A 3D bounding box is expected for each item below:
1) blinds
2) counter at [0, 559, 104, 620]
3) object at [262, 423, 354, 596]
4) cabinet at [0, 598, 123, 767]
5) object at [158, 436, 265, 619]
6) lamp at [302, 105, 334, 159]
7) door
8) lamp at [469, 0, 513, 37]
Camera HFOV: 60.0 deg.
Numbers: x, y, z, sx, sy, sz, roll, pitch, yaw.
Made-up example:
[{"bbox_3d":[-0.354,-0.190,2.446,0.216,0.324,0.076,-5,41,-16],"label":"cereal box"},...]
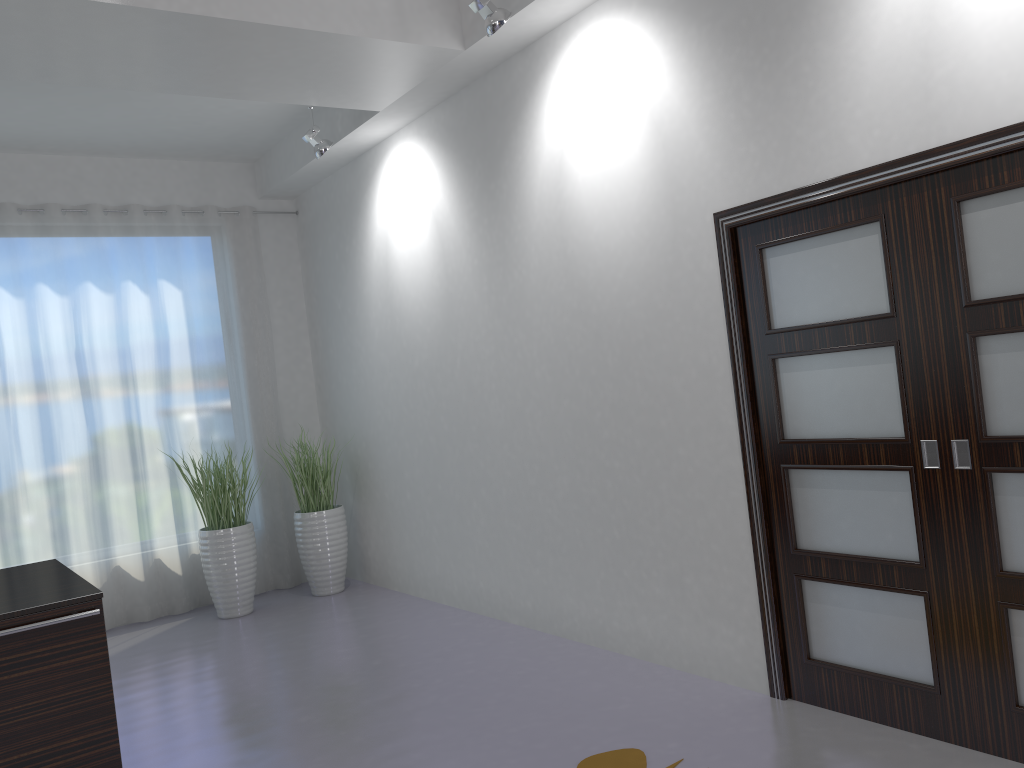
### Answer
[{"bbox_3d":[-3.053,0.235,6.475,2.830,3.112,0.120,-7,0,-35],"label":"blinds"},{"bbox_3d":[-3.219,1.187,2.924,3.291,1.300,1.302,-7,0,-35],"label":"counter"},{"bbox_3d":[-1.556,0.958,6.828,0.713,1.334,0.656,-7,0,40],"label":"object"},{"bbox_3d":[-3.188,1.409,2.915,3.285,0.852,1.377,-7,0,-35],"label":"cabinet"},{"bbox_3d":[-2.078,1.022,6.427,0.713,1.334,0.656,-7,0,-34],"label":"object"},{"bbox_3d":[-1.237,-1.672,5.585,0.185,0.511,0.150,-7,0,-35],"label":"lamp"},{"bbox_3d":[1.554,0.234,3.090,0.220,2.061,1.764,-7,0,-35],"label":"door"},{"bbox_3d":[-0.110,-1.801,3.938,0.185,0.511,0.150,-7,0,-35],"label":"lamp"}]
